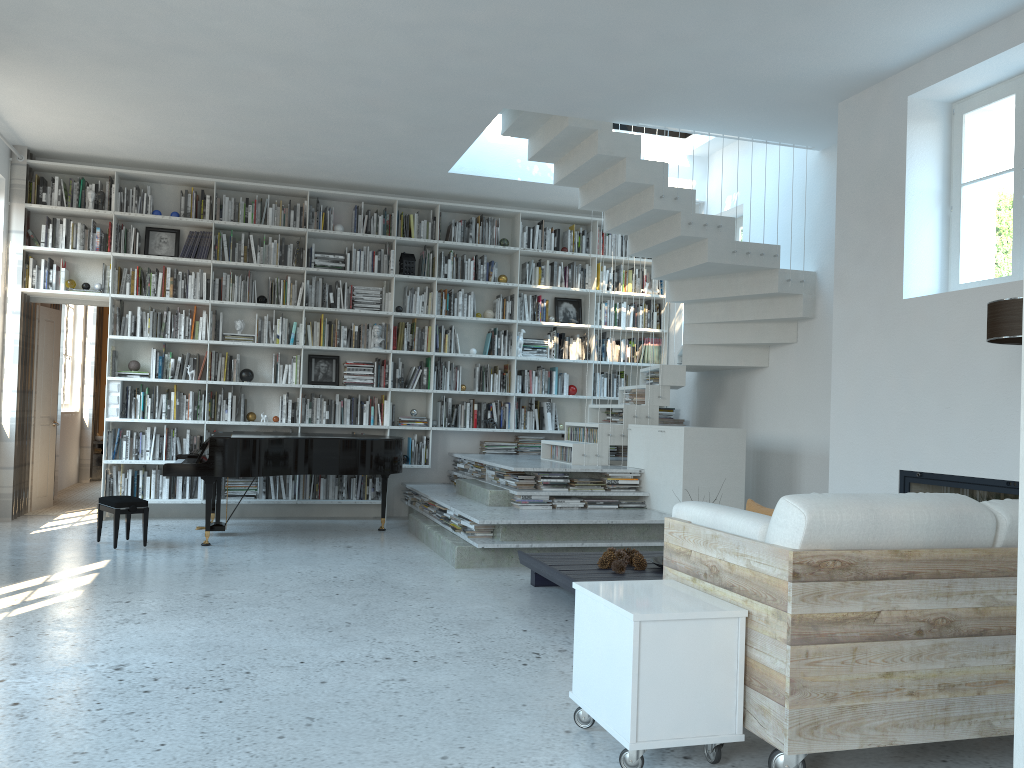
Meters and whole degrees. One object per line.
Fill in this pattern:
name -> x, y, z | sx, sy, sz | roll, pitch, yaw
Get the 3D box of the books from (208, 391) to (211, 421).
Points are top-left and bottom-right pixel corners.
books -> -2.824, 0.205, 8.288 | 0.013, 0.275, 0.147 | 2, -1, -17

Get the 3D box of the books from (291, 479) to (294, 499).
books -> -2.102, 1.007, 8.485 | 0.024, 0.179, 0.171 | 2, -2, -17

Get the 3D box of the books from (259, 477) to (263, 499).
books -> -2.382, 0.952, 8.412 | 0.031, 0.265, 0.144 | 2, -1, -17

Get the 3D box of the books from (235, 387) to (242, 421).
books -> -2.574, 0.189, 8.348 | 0.050, 0.328, 0.166 | 2, -1, -17

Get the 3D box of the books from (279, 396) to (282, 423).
books -> -2.214, 0.242, 8.468 | 0.012, 0.254, 0.161 | 2, -1, -17

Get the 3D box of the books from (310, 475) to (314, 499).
books -> -1.927, 0.949, 8.540 | 0.034, 0.311, 0.170 | 2, -1, -17

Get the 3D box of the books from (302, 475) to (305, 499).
books -> -2.004, 0.950, 8.506 | 0.014, 0.300, 0.184 | 2, -1, -17

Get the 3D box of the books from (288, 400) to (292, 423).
books -> -2.130, 0.262, 8.484 | 0.029, 0.221, 0.153 | 2, -1, -17

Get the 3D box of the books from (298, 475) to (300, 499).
books -> -2.049, 0.981, 8.517 | 0.010, 0.237, 0.134 | 2, -1, -17

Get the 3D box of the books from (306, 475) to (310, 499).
books -> -1.970, 0.971, 8.537 | 0.025, 0.263, 0.145 | 2, -1, -17

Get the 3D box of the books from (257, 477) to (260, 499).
books -> -2.399, 0.956, 8.391 | 0.012, 0.254, 0.161 | 2, -1, -17

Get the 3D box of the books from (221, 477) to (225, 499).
books -> -2.709, 0.929, 8.314 | 0.027, 0.282, 0.129 | 2, -1, -17

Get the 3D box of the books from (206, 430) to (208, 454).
books -> -2.849, 0.572, 8.278 | 0.012, 0.285, 0.159 | 2, -1, -17

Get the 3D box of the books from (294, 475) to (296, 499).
books -> -2.085, 0.979, 8.511 | 0.021, 0.237, 0.115 | 2, -1, -17

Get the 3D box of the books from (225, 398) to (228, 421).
books -> -2.676, 0.241, 8.318 | 0.021, 0.215, 0.172 | 2, -2, -17

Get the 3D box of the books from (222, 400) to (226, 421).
books -> -2.699, 0.249, 8.316 | 0.024, 0.196, 0.157 | 2, -2, -17

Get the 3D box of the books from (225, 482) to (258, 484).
books -> -2.551, 0.932, 8.353 | 0.285, 0.005, 0.159 | 3, -2, -21

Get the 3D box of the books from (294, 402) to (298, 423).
books -> -2.078, 0.274, 8.507 | 0.024, 0.201, 0.158 | 2, -2, -17

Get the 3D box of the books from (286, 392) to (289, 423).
books -> -2.152, 0.226, 8.487 | 0.014, 0.291, 0.132 | 2, -1, -17

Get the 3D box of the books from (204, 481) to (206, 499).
books -> -2.861, 0.922, 8.271 | 0.012, 0.285, 0.159 | 2, -1, -17

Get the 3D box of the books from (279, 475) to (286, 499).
books -> -2.194, 0.955, 8.459 | 0.073, 0.275, 0.181 | 2, -1, -17

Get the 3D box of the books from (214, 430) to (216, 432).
books -> -2.780, 0.573, 8.295 | 0.013, 0.288, 0.161 | 2, -1, -17

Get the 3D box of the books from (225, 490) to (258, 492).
books -> -2.551, 1.005, 8.353 | 0.285, 0.007, 0.159 | 3, -2, -21

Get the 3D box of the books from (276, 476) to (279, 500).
books -> -2.231, 0.953, 8.434 | 0.012, 0.274, 0.180 | 2, -1, -17

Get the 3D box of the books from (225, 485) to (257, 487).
books -> -2.554, 0.959, 8.357 | 0.285, 0.005, 0.159 | 3, -2, -19

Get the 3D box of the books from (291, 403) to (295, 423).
books -> -2.108, 0.276, 8.512 | 0.031, 0.194, 0.142 | 2, -2, -17

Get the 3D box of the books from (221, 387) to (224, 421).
books -> -2.714, 0.190, 8.307 | 0.014, 0.313, 0.166 | 2, -1, -17

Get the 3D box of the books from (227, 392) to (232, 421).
books -> -2.651, 0.215, 8.323 | 0.027, 0.269, 0.185 | 2, -1, -17

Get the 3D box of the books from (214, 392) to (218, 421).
books -> -2.765, 0.208, 8.284 | 0.012, 0.272, 0.181 | 2, -1, -17

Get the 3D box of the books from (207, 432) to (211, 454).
books -> -2.833, 0.582, 8.284 | 0.023, 0.266, 0.134 | 2, -1, -17

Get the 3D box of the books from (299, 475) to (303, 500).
books -> -2.024, 0.971, 8.500 | 0.026, 0.256, 0.183 | 2, -2, -17

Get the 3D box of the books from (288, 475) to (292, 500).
books -> -2.118, 0.965, 8.463 | 0.024, 0.260, 0.189 | 2, -2, -17

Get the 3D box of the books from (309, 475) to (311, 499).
books -> -1.948, 0.935, 8.533 | 0.012, 0.337, 0.144 | 2, -1, -17

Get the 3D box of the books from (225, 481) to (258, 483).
books -> -2.549, 0.921, 8.357 | 0.285, 0.005, 0.159 | 3, -2, -20

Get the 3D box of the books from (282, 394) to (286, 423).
books -> -2.178, 0.235, 8.469 | 0.027, 0.269, 0.159 | 2, -1, -17

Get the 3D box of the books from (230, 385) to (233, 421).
books -> -2.638, 0.181, 8.354 | 0.013, 0.339, 0.138 | 2, -1, -17

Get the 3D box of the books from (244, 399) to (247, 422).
books -> -2.519, 0.249, 8.377 | 0.023, 0.212, 0.160 | 2, -2, -17

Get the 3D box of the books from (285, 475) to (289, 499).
books -> -2.151, 0.965, 8.486 | 0.025, 0.259, 0.132 | 2, -1, -17

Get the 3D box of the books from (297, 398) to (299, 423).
books -> -2.064, 0.255, 8.539 | 0.019, 0.242, 0.107 | 2, -1, -17

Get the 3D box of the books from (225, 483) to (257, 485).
books -> -2.554, 0.943, 8.360 | 0.285, 0.005, 0.159 | 3, -2, -18

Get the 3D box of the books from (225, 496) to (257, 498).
books -> -2.557, 1.067, 8.360 | 0.285, 0.007, 0.159 | 2, -2, -17

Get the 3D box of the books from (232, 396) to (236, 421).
books -> -2.617, 0.231, 8.351 | 0.029, 0.241, 0.135 | 2, -1, -17

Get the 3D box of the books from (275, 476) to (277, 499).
books -> -2.245, 0.974, 8.438 | 0.011, 0.232, 0.174 | 2, -2, -17

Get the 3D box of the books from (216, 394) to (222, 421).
books -> -2.742, 0.221, 8.299 | 0.042, 0.248, 0.162 | 2, -1, -17

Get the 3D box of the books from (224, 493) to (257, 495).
books -> -2.551, 1.033, 8.350 | 0.285, 0.007, 0.159 | 2, -2, -12

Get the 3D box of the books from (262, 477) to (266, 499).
books -> -2.351, 0.985, 8.408 | 0.029, 0.202, 0.178 | 2, -2, -17

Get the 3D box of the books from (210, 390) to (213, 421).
books -> -2.809, 0.201, 8.283 | 0.013, 0.283, 0.146 | 2, -1, -17

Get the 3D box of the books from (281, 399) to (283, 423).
books -> -2.204, 0.257, 8.480 | 0.015, 0.225, 0.148 | 2, -1, -17

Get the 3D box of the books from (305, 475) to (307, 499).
books -> -1.989, 0.973, 8.541 | 0.010, 0.259, 0.131 | 2, -1, -17

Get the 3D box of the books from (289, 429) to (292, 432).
books -> -2.122, 0.585, 8.481 | 0.013, 0.320, 0.173 | 2, -1, -17

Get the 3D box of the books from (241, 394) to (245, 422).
books -> -2.538, 0.224, 8.356 | 0.027, 0.261, 0.163 | 2, -1, -17

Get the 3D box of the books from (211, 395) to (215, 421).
books -> -2.788, 0.224, 8.285 | 0.030, 0.239, 0.157 | 2, -1, -17

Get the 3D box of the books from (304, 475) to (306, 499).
books -> -1.995, 0.931, 8.527 | 0.014, 0.340, 0.139 | 2, -1, -17

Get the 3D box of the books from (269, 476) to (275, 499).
books -> -2.281, 0.962, 8.430 | 0.062, 0.253, 0.177 | 2, -2, -17

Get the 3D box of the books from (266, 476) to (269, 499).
books -> -2.326, 0.968, 8.428 | 0.028, 0.238, 0.136 | 2, -1, -17

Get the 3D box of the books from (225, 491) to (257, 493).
books -> -2.552, 1.019, 8.357 | 0.285, 0.007, 0.159 | 2, -2, -15

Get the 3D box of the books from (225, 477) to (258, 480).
books -> -2.546, 0.888, 8.353 | 0.285, 0.005, 0.159 | 2, -2, -12

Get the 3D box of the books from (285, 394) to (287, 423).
books -> -2.164, 0.232, 8.487 | 0.010, 0.277, 0.155 | 2, -1, -17
